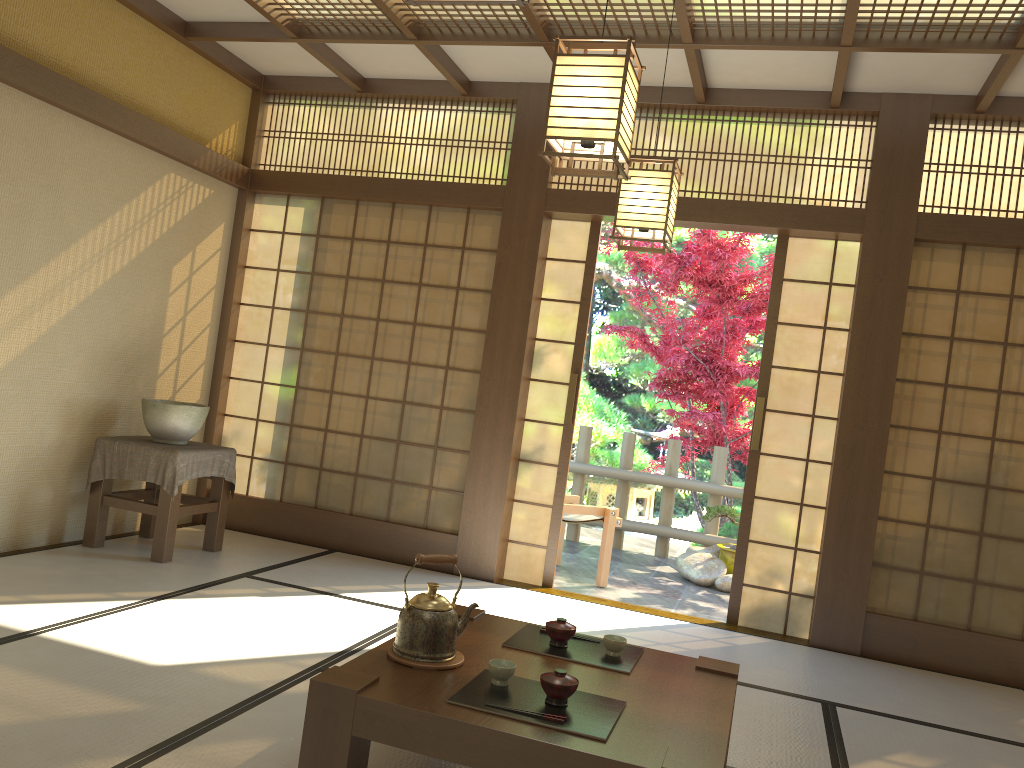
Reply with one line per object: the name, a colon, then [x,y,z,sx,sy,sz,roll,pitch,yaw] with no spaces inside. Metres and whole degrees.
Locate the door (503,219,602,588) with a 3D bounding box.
door: [-0.511,0.015,5.617,1.894,2.380,0.073,8,-1,17]

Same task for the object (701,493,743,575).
object: [2.045,0.907,6.871,1.032,1.362,0.586,7,-1,43]

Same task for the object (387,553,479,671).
object: [-0.224,0.629,2.517,0.219,0.296,0.226,8,-1,12]

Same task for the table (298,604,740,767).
table: [0.094,0.989,2.522,1.000,0.350,1.000,8,-1,17]

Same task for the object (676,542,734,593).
object: [1.914,1.446,6.869,1.260,0.276,1.147,8,-1,13]

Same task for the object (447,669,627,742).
object: [0.072,0.812,2.264,0.400,0.007,0.300,8,-1,17]

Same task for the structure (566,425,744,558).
structure: [2.154,1.142,7.489,7.456,1.136,0.245,8,-1,17]

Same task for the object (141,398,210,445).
object: [-1.880,0.214,4.922,0.358,0.230,0.357,8,-1,-14]

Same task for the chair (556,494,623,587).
chair: [0.276,1.037,6.243,0.704,0.598,0.698,8,-1,-27]

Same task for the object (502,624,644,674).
object: [0.200,0.836,2.817,0.400,0.007,0.300,8,-1,17]

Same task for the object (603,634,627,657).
object: [0.321,0.823,2.784,0.073,0.052,0.074,8,-1,-30]

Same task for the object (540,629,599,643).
object: [0.190,0.829,2.921,0.200,0.008,0.008,8,-1,13]

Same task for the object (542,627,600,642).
object: [0.195,0.830,2.937,0.200,0.008,0.008,8,-1,17]

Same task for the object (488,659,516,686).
object: [-0.028,0.770,2.361,0.073,0.052,0.074,8,-1,-30]

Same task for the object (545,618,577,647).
object: [0.153,0.783,2.804,0.100,0.080,0.100,8,-1,17]

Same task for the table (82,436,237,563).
table: [-1.947,0.617,4.920,0.633,0.595,0.629,8,-1,16]

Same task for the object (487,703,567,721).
object: [0.036,0.799,2.167,0.200,0.008,0.008,8,-1,10]

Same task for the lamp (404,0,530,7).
lamp: [-0.043,-1.230,1.522,0.240,1.129,0.240,8,-1,17]

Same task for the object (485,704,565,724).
object: [0.030,0.798,2.155,0.200,0.008,0.008,8,-1,15]

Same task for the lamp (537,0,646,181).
lamp: [0.289,-1.172,2.637,0.240,1.129,0.240,8,-1,17]

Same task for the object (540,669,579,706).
object: [0.119,0.772,2.265,0.100,0.080,0.100,8,-1,17]

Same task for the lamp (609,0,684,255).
lamp: [0.620,-1.113,3.753,0.240,1.129,0.240,8,-1,17]

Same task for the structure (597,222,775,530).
structure: [1.824,-0.294,8.529,3.045,4.004,3.412,8,-1,-41]

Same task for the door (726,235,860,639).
door: [2.262,0.382,4.774,1.894,2.380,0.073,8,-1,17]
